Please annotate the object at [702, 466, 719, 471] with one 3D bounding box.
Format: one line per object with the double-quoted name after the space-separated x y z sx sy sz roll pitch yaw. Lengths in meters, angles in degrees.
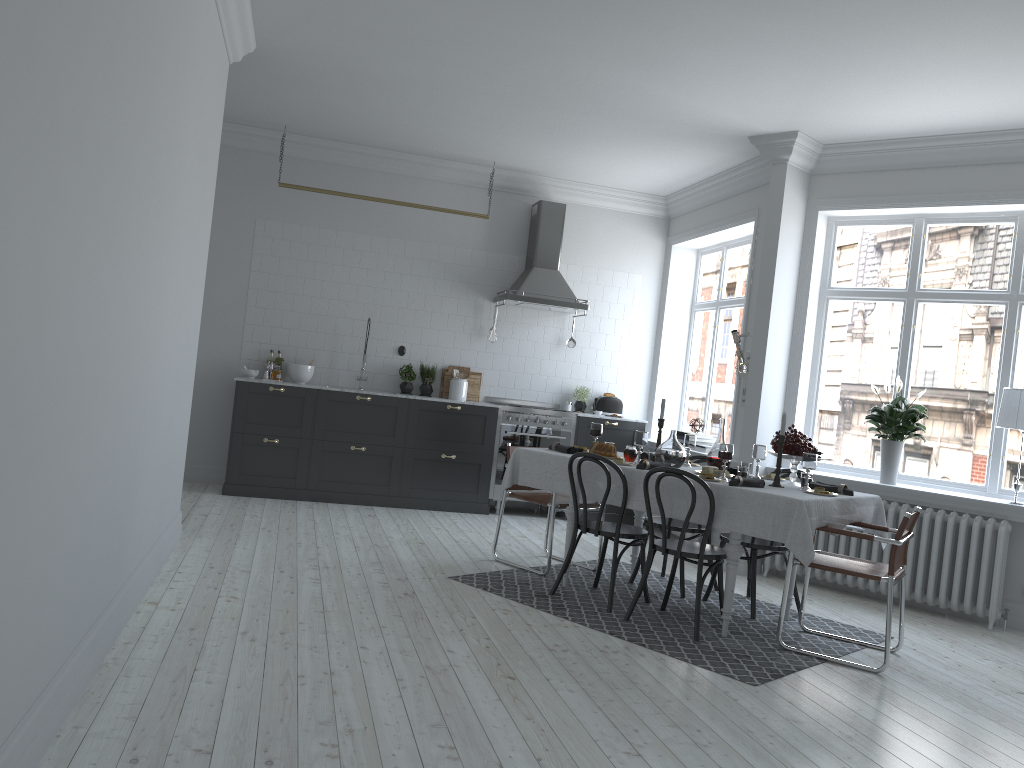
1.206 0.529 5.410 0.100 0.056 0.056 6 0 3 "object"

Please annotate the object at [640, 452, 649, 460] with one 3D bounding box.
0.982 0.499 6.158 0.165 0.061 0.247 6 0 26 "object"

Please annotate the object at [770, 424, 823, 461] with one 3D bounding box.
1.719 0.353 5.327 0.318 0.215 0.347 7 0 39 "object"

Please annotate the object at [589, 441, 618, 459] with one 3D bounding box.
0.605 0.438 5.862 0.191 0.105 0.164 6 0 6 "object"

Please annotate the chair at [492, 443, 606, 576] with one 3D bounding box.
0.278 0.875 6.280 0.546 0.837 0.593 6 0 -42 "chair"

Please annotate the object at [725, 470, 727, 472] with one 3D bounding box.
1.283 0.542 5.437 0.039 0.040 0.077 6 0 -34 "object"

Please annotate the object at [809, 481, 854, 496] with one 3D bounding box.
1.870 0.602 5.170 0.247 0.061 0.165 6 0 26 "object"

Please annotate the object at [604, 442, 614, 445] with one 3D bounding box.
0.658 0.445 6.038 0.066 0.094 0.066 6 0 -25 "object"

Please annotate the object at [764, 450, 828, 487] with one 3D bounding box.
1.699 0.517 5.339 0.367 0.188 0.367 7 0 28 "object"

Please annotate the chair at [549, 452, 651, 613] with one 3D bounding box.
0.580 0.876 5.448 0.463 0.909 0.564 7 0 40 "chair"

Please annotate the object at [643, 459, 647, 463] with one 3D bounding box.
0.840 0.496 5.679 0.031 0.031 0.167 6 0 21 "object"

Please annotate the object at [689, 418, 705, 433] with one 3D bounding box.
1.753 0.394 8.401 0.147 0.148 0.147 6 0 -23 "object"

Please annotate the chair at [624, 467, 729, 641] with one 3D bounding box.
0.977 0.922 5.040 0.463 0.909 0.564 7 0 35 "chair"

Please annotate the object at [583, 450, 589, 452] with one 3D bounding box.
0.468 0.464 6.154 0.182 0.013 0.182 6 0 -14 "object"

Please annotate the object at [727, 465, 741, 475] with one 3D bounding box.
1.431 0.551 5.743 0.165 0.061 0.247 6 0 26 "object"

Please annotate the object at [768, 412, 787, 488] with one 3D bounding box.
1.551 0.378 5.121 0.089 0.432 0.089 6 0 9 "object"

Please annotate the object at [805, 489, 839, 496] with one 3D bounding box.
1.724 0.609 4.945 0.182 0.013 0.182 6 0 -4 "object"

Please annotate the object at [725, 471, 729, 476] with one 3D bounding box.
1.272 0.545 5.377 0.040 0.039 0.077 6 0 -44 "object"

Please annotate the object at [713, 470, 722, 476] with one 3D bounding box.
1.235 0.539 5.332 0.077 0.040 0.040 6 0 5 "object"

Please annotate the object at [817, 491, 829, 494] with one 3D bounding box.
1.729 0.606 4.935 0.057 0.021 0.037 6 0 -14 "object"

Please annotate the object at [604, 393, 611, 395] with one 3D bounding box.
0.989 0.145 9.144 0.107 0.110 0.010 6 0 -9 "object"

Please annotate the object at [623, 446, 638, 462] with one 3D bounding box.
0.771 0.455 5.771 0.091 0.101 0.091 7 0 31 "object"

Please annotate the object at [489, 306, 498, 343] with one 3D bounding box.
-0.172 -0.594 8.816 0.074 0.381 0.076 6 0 -33 "object"

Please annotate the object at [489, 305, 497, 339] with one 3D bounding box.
-0.179 -0.619 8.848 0.066 0.332 0.024 6 0 -9 "object"

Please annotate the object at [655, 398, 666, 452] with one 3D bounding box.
0.969 0.310 5.800 0.089 0.432 0.089 6 0 9 "object"

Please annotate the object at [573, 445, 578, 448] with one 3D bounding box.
0.440 0.447 6.156 0.038 0.041 0.057 6 0 20 "object"

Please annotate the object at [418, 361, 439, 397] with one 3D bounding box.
-0.826 -0.062 8.655 0.186 0.367 0.196 7 0 31 "object"

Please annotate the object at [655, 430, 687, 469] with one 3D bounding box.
1.000 0.410 5.556 0.194 0.245 0.194 6 0 -31 "object"

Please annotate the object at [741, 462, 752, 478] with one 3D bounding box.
1.452 0.536 5.520 0.066 0.094 0.066 6 0 -3 "object"

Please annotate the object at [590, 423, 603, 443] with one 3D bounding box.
0.571 0.376 6.062 0.083 0.215 0.083 6 0 -9 "object"

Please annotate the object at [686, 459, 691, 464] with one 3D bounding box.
1.202 0.533 6.082 0.036 0.039 0.051 6 0 -37 "object"

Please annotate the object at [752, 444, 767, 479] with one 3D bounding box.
1.523 0.485 5.486 0.083 0.215 0.083 6 0 -19 "object"

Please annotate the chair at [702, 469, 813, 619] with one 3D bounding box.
1.605 0.990 5.687 0.564 0.909 0.463 6 0 -35 "chair"

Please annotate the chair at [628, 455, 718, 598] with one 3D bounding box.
1.168 0.939 6.062 0.463 0.909 0.564 7 0 40 "chair"

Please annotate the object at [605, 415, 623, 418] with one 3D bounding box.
1.017 0.323 8.843 0.209 0.011 0.209 6 0 24 "object"

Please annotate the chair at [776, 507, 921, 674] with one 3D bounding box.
1.852 1.057 4.865 0.593 0.837 0.546 7 0 31 "chair"

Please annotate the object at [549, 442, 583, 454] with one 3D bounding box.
0.333 0.427 5.937 0.247 0.061 0.165 6 0 26 "object"

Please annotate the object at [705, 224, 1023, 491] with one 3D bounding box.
-8.234 -1.901 2.066 33.873 19.432 72.085 7 0 41 "object"

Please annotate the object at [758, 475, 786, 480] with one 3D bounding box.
1.640 0.597 5.621 0.182 0.013 0.182 6 0 -14 "object"

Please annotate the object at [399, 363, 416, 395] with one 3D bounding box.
-1.021 -0.055 8.622 0.172 0.311 0.179 6 0 -3 "object"

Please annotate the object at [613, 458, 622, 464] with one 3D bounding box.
0.648 0.474 5.456 0.057 0.037 0.021 6 0 -23 "object"

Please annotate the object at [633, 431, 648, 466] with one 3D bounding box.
0.801 0.404 5.539 0.083 0.215 0.083 6 0 -9 "object"

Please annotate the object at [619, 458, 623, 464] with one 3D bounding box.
0.658 0.475 5.488 0.057 0.037 0.021 6 0 4 "object"

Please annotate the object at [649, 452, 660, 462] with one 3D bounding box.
0.874 0.471 5.483 0.066 0.094 0.066 6 0 -25 "object"

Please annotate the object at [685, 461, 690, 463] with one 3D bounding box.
1.183 0.530 6.016 0.038 0.041 0.057 7 0 28 "object"

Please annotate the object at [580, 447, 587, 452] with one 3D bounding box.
0.496 0.454 6.146 0.036 0.039 0.051 6 0 26 "object"

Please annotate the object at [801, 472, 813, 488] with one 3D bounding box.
1.709 0.566 5.160 0.066 0.094 0.066 6 0 -25 "object"

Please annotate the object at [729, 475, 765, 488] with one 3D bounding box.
1.306 0.540 4.909 0.165 0.061 0.247 6 0 26 "object"

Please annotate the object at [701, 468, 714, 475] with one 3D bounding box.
1.174 0.521 5.333 0.039 0.040 0.078 6 0 -39 "object"

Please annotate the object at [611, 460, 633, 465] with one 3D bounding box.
0.655 0.488 5.468 0.182 0.013 0.182 6 0 1 "object"

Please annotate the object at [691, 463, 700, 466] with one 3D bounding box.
1.192 0.546 6.048 0.182 0.013 0.182 6 0 -14 "object"

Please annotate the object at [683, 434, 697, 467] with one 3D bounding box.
1.176 0.444 5.897 0.083 0.215 0.083 6 0 -9 "object"

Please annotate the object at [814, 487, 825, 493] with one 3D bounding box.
1.726 0.597 4.977 0.057 0.037 0.021 6 0 7 "object"

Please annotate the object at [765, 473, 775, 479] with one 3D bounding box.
1.624 0.582 5.611 0.039 0.040 0.078 6 0 -39 "object"

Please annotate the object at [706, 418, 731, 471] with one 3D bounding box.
1.313 0.392 5.592 0.152 0.352 0.152 7 0 37 "object"

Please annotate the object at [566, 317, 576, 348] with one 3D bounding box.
0.618 -0.530 9.035 0.101 0.331 0.030 6 0 -3 "object"

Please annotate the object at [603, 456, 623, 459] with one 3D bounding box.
0.607 0.479 5.870 0.251 0.018 0.251 6 0 -14 "object"

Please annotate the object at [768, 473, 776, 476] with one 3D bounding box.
1.654 0.587 5.641 0.040 0.039 0.077 6 0 -44 "object"

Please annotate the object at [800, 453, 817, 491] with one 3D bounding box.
1.696 0.506 5.082 0.083 0.215 0.083 6 0 -9 "object"

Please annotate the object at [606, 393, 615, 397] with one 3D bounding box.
1.000 0.151 9.068 0.107 0.110 0.010 6 0 -9 "object"
